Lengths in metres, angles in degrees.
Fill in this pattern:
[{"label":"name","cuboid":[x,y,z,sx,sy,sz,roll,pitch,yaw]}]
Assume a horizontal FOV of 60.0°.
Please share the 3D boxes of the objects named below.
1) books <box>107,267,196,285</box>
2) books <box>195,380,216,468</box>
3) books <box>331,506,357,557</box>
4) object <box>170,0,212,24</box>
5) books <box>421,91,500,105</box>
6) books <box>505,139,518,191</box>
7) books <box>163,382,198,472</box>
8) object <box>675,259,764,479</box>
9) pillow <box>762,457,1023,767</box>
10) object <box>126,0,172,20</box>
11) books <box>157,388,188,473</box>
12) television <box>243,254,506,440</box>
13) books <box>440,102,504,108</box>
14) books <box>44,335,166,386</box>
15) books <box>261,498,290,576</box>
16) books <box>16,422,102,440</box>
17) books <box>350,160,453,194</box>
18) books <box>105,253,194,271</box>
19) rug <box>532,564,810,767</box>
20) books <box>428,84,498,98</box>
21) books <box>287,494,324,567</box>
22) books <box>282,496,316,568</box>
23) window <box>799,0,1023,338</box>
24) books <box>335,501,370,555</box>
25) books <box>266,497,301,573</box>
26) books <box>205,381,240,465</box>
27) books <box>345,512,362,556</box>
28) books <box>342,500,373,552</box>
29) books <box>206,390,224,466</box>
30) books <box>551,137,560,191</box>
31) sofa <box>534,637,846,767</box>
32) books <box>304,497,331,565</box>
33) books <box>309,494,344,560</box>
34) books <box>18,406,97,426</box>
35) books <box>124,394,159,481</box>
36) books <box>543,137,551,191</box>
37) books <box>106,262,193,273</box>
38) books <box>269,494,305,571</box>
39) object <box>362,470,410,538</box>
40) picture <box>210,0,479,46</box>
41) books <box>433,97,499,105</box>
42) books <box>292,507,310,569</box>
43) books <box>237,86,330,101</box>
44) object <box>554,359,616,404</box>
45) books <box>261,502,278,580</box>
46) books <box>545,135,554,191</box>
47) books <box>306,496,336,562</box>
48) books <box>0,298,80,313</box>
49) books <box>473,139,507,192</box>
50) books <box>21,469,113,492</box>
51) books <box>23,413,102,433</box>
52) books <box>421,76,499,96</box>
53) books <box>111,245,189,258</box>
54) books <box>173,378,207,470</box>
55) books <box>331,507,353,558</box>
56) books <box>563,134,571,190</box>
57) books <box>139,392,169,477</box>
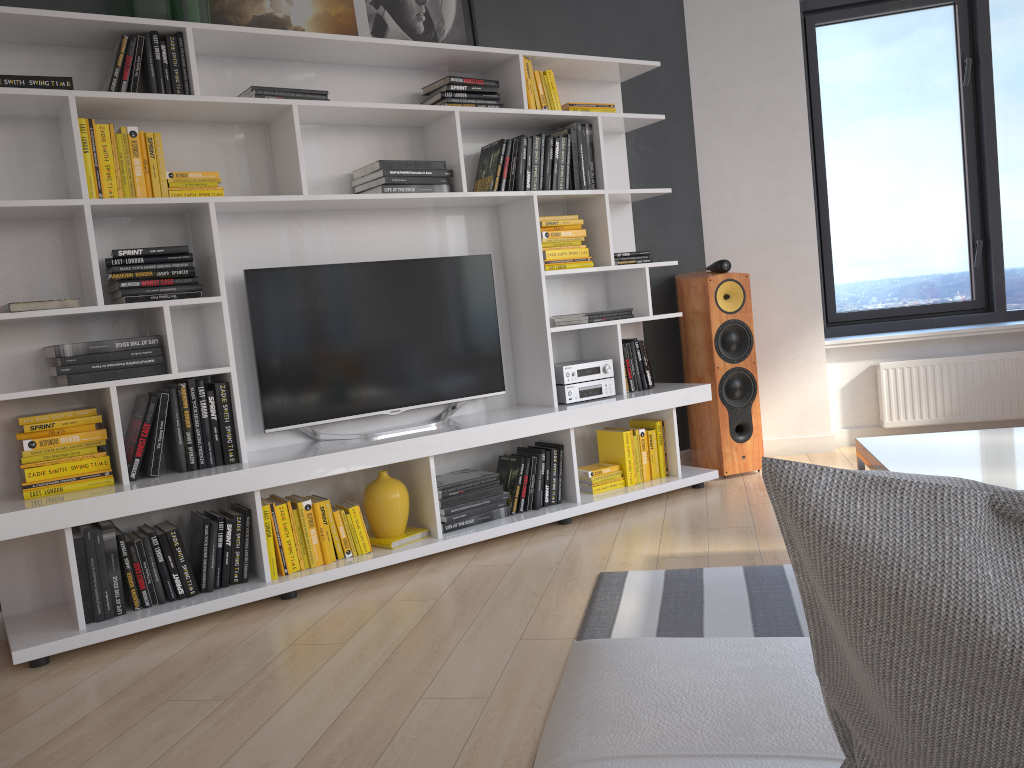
[{"label":"books","cuboid":[-1.282,-0.383,3.150,0.284,0.030,0.214,-8,5,-24]},{"label":"books","cuboid":[-1.153,0.143,3.255,0.034,0.315,0.239,-9,6,-32]},{"label":"books","cuboid":[-0.653,0.565,3.413,0.046,0.187,0.134,-9,6,-33]},{"label":"object","cuboid":[-1.194,-1.515,3.233,0.157,0.507,0.157,-8,5,-19]},{"label":"books","cuboid":[-0.226,-1.226,3.855,0.284,0.030,0.214,-9,5,-29]},{"label":"books","cuboid":[-0.040,-0.948,3.919,0.081,0.233,0.169,-9,6,-33]},{"label":"books","cuboid":[-1.203,0.151,3.219,0.034,0.314,0.237,-9,6,-32]},{"label":"object","cuboid":[1.040,-0.083,4.579,0.290,1.088,0.434,-7,5,-17]},{"label":"pillow","cuboid":[1.619,0.085,0.657,2.953,0.453,0.647,-6,5,0]},{"label":"object","cuboid":[-1.293,-1.494,3.102,0.157,0.507,0.157,-8,5,-19]},{"label":"books","cuboid":[-1.226,0.163,3.198,0.028,0.301,0.213,-9,6,-32]},{"label":"television","cuboid":[-0.526,-0.157,3.691,1.102,0.704,0.207,-9,6,-32]},{"label":"books","cuboid":[-0.210,-1.176,3.839,0.284,0.030,0.214,-9,5,-29]},{"label":"books","cuboid":[-1.422,-0.082,3.096,0.343,0.137,0.277,-9,6,-32]},{"label":"books","cuboid":[-0.895,0.559,3.280,0.048,0.271,0.213,-9,6,-32]},{"label":"books","cuboid":[-1.541,0.156,3.029,0.238,0.023,0.167,-7,5,-17]},{"label":"books","cuboid":[-0.457,-0.839,3.702,0.343,0.137,0.277,-10,6,-37]},{"label":"books","cuboid":[-1.297,-0.434,3.168,0.284,0.030,0.214,-8,5,-24]},{"label":"rug","cuboid":[1.268,0.644,2.053,2.326,0.016,1.662,-5,5,12]},{"label":"books","cuboid":[-0.212,-1.254,3.832,0.246,0.026,0.180,-9,5,-30]},{"label":"books","cuboid":[-0.786,0.551,3.353,0.055,0.252,0.185,-9,6,-34]},{"label":"books","cuboid":[-0.801,0.554,3.330,0.041,0.252,0.180,-9,6,-32]},{"label":"window","cuboid":[2.599,-1.539,4.885,1.960,2.402,0.170,-5,5,12]},{"label":"books","cuboid":[-0.619,0.556,3.439,0.067,0.193,0.148,-9,6,-31]},{"label":"books","cuboid":[-0.868,0.560,3.305,0.066,0.258,0.198,-9,6,-32]},{"label":"books","cuboid":[-1.088,0.142,3.291,0.051,0.297,0.230,-9,6,-32]},{"label":"books","cuboid":[-0.630,0.572,3.414,0.049,0.169,0.113,-9,6,-33]},{"label":"books","cuboid":[-0.603,0.552,3.459,0.046,0.193,0.149,-9,6,-32]},{"label":"books","cuboid":[-1.119,0.158,3.269,0.028,0.272,0.200,-9,6,-32]},{"label":"books","cuboid":[0.149,-0.983,4.038,0.071,0.243,0.179,-9,6,-33]},{"label":"sofa","cuboid":[1.754,0.306,1.152,3.424,0.732,2.614,-5,5,12]},{"label":"books","cuboid":[-0.748,0.553,3.353,0.043,0.240,0.169,-9,6,-34]},{"label":"books","cuboid":[-0.717,0.547,3.408,0.056,0.235,0.172,-9,6,-33]},{"label":"books","cuboid":[-1.558,0.108,3.041,0.234,0.024,0.171,-9,5,-28]},{"label":"books","cuboid":[-1.332,0.185,3.150,0.142,0.284,0.232,-9,6,-32]},{"label":"books","cuboid":[0.116,-0.974,4.001,0.069,0.242,0.172,-9,6,-32]},{"label":"books","cuboid":[-1.288,-0.407,3.151,0.264,0.020,0.189,-9,5,-29]},{"label":"books","cuboid":[-0.842,0.553,3.320,0.038,0.267,0.202,-9,6,-32]},{"label":"object","cuboid":[-0.501,0.473,3.536,0.185,0.257,0.185,-3,6,35]},{"label":"picture","cuboid":[-0.716,-1.697,3.660,1.279,0.707,0.076,-9,6,-32]},{"label":"books","cuboid":[-0.216,-1.200,3.839,0.264,0.020,0.189,-9,6,-34]},{"label":"books","cuboid":[-0.815,0.570,3.316,0.042,0.230,0.156,-9,6,-34]},{"label":"books","cuboid":[-0.892,-1.077,3.395,0.310,0.047,0.250,-10,6,-37]},{"label":"object","cuboid":[0.289,-0.012,4.146,0.285,0.174,0.270,-9,6,-32]},{"label":"books","cuboid":[-0.916,0.564,3.242,0.029,0.270,0.204,-9,6,-32]},{"label":"books","cuboid":[0.120,-0.985,4.035,0.075,0.254,0.192,-9,6,-33]},{"label":"books","cuboid":[-0.739,0.552,3.383,0.043,0.235,0.171,-9,6,-34]},{"label":"books","cuboid":[-1.583,-0.253,2.951,0.209,0.030,0.266,-10,6,-39]},{"label":"books","cuboid":[-0.099,-0.940,3.892,0.104,0.234,0.182,-9,6,-32]},{"label":"books","cuboid":[-1.520,0.316,3.025,0.269,0.025,0.213,-9,5,-29]},{"label":"books","cuboid":[-1.534,0.131,3.028,0.234,0.024,0.171,-9,5,-28]},{"label":"books","cuboid":[-0.223,-1.281,3.838,0.266,0.030,0.209,-10,6,-39]},{"label":"books","cuboid":[-1.285,-0.461,3.143,0.246,0.026,0.180,-8,5,-25]},{"label":"books","cuboid":[-1.178,0.141,3.239,0.026,0.326,0.237,-9,6,-32]},{"label":"books","cuboid":[-0.675,0.567,3.408,0.056,0.188,0.138,-9,6,-32]},{"label":"books","cuboid":[0.202,-1.000,4.086,0.066,0.260,0.197,-9,6,-32]},{"label":"books","cuboid":[-1.279,0.176,3.162,0.100,0.289,0.210,-9,6,-33]}]
